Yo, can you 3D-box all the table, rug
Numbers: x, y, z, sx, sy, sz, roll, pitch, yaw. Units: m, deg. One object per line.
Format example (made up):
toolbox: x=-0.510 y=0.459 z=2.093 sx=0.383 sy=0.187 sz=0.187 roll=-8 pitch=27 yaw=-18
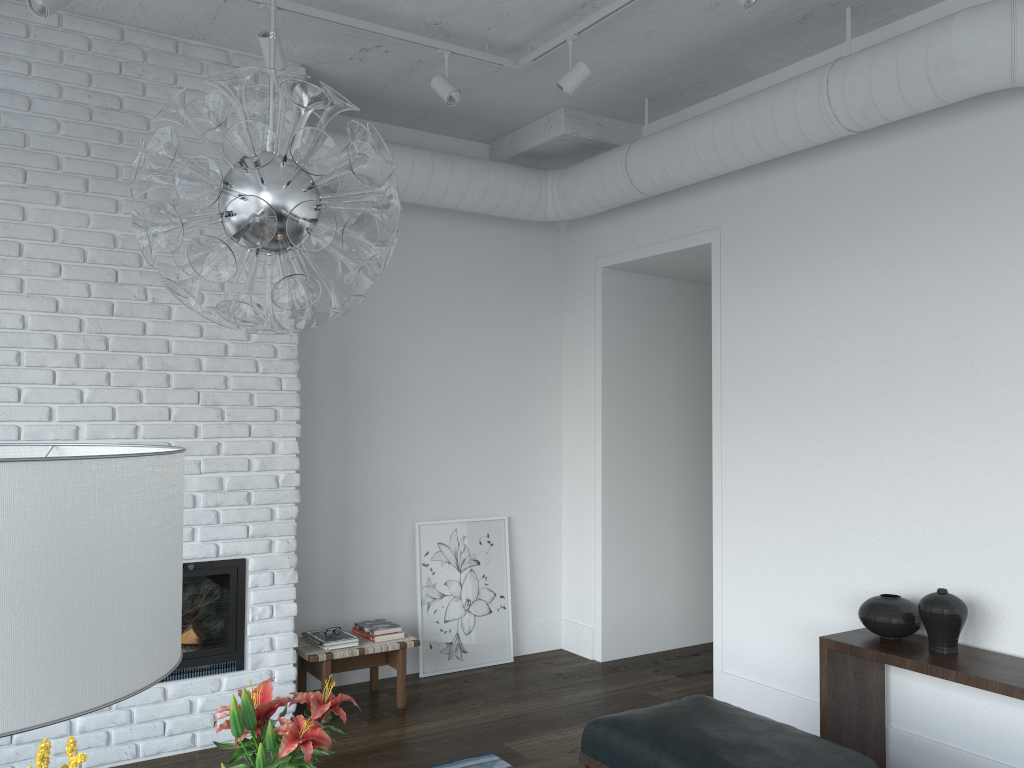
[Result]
table: x=1.768 y=1.316 z=3.110 sx=0.375 sy=0.617 sz=1.362 roll=2 pitch=-3 yaw=-33
table: x=-0.834 y=1.507 z=4.628 sx=0.605 sy=0.345 sz=0.405 roll=2 pitch=-3 yaw=-33
rug: x=-0.236 y=1.556 z=1.635 sx=2.735 sy=0.012 sz=3.760 roll=2 pitch=-3 yaw=-33

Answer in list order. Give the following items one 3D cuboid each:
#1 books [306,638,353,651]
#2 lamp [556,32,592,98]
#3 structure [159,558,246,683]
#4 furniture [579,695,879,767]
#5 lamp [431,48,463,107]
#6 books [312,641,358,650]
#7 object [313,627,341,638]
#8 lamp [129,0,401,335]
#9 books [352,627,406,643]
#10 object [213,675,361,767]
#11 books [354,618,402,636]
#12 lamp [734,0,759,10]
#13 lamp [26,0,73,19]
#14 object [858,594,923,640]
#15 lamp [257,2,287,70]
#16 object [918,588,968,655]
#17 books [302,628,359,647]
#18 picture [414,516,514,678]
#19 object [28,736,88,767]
books: x=-0.932 y=1.329 z=4.572 sx=0.172 sy=0.011 sz=0.273 roll=2 pitch=-3 yaw=-33
lamp: x=0.267 y=-1.386 z=3.834 sx=0.154 sy=0.285 sz=0.104 roll=0 pitch=-2 yaw=8
structure: x=-1.881 y=1.091 z=4.050 sx=1.168 sy=0.578 sz=0.675 roll=2 pitch=-3 yaw=-33
furniture: x=0.705 y=1.376 z=2.954 sx=0.584 sy=0.478 sz=0.828 roll=2 pitch=-3 yaw=-33
lamp: x=-0.295 y=-1.383 z=3.974 sx=0.154 sy=0.285 sz=0.093 roll=-1 pitch=-3 yaw=36
books: x=-0.928 y=1.317 z=4.562 sx=0.171 sy=0.011 sz=0.306 roll=2 pitch=-3 yaw=-33
object: x=-0.954 y=1.276 z=4.570 sx=0.093 sy=0.038 sz=0.134 roll=-1 pitch=-2 yaw=24
lamp: x=-0.513 y=-0.881 z=1.909 sx=0.552 sy=1.546 sz=0.552 roll=-2 pitch=-3 yaw=45
books: x=-0.711 y=1.325 z=4.729 sx=0.185 sy=0.032 sz=0.267 roll=2 pitch=-3 yaw=-35
object: x=-0.481 y=0.885 z=1.837 sx=0.275 sy=0.558 sz=0.284 roll=-1 pitch=-2 yaw=19
books: x=-0.716 y=1.297 z=4.737 sx=0.173 sy=0.025 sz=0.238 roll=2 pitch=-3 yaw=-35
lamp: x=0.775 y=-1.415 z=3.021 sx=0.154 sy=0.285 sz=0.094 roll=-1 pitch=-3 yaw=31
lamp: x=-1.628 y=-1.421 z=3.127 sx=0.090 sy=0.285 sz=0.154 roll=-1 pitch=-2 yaw=26
object: x=1.529 y=0.940 z=3.582 sx=0.245 sy=0.168 sz=0.245 roll=2 pitch=-3 yaw=-41
lamp: x=-0.964 y=-1.402 z=3.551 sx=0.097 sy=0.285 sz=0.154 roll=0 pitch=-2 yaw=8
object: x=1.643 y=0.900 z=3.381 sx=0.171 sy=0.236 sz=0.171 roll=1 pitch=-2 yaw=-27
books: x=-0.935 y=1.303 z=4.571 sx=0.202 sy=0.019 sz=0.280 roll=2 pitch=-3 yaw=-35
picture: x=-0.282 y=1.260 z=5.334 sx=0.637 sy=0.884 sz=0.093 roll=2 pitch=-3 yaw=-33
object: x=-0.869 y=0.920 z=1.678 sx=0.121 sy=0.470 sz=0.120 roll=1 pitch=-2 yaw=-17
